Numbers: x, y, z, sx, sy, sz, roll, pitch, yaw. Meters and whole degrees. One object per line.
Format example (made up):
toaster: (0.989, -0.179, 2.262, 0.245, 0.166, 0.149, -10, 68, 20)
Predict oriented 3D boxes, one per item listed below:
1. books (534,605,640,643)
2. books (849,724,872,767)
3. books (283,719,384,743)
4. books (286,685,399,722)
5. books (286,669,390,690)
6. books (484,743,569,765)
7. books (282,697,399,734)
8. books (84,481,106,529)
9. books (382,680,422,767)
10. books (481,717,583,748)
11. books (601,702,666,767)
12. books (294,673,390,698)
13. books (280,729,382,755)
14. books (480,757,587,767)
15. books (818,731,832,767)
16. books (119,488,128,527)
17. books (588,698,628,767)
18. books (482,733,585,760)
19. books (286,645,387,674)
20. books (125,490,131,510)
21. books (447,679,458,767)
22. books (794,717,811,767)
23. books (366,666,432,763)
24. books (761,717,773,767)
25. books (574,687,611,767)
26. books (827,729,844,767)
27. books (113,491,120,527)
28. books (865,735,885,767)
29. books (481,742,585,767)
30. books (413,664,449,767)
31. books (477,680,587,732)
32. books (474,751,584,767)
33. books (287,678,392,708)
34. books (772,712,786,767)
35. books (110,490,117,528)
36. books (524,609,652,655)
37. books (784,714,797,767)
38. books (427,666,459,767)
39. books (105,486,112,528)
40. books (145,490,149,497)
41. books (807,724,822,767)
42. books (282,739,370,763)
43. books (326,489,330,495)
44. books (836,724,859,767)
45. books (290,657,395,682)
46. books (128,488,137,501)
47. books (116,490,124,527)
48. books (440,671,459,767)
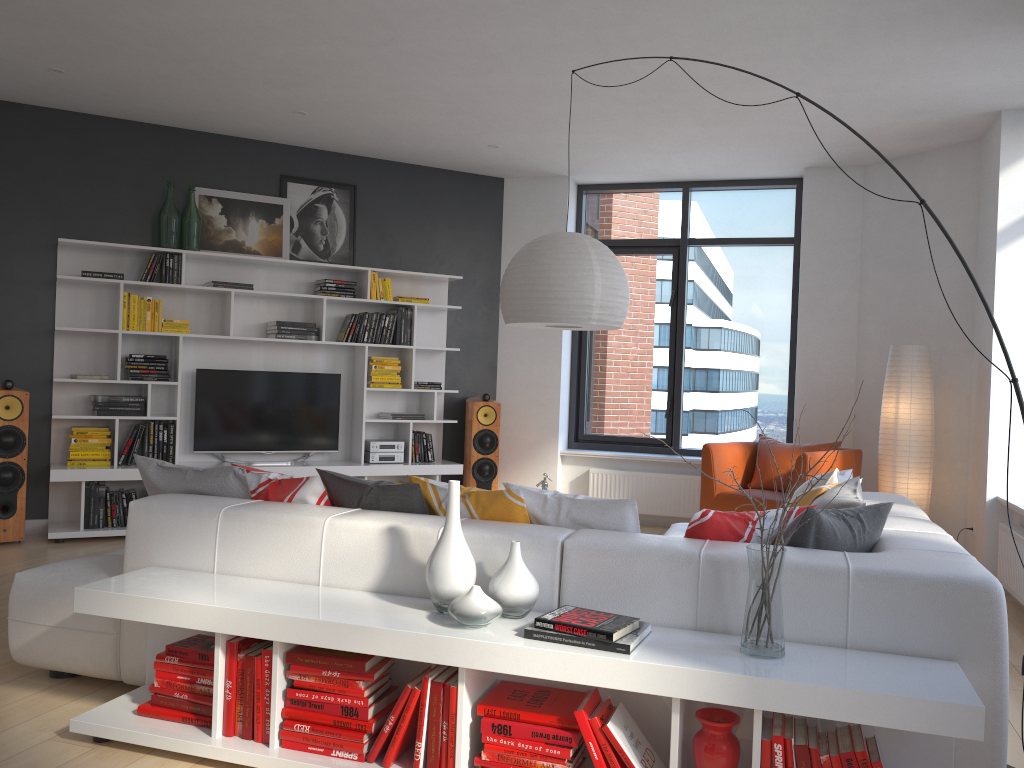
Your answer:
books: (0.211, 0.668, 2.477, 0.238, 0.027, 0.188, 2, 0, 31)
books: (0.922, 1.028, 2.259, 0.116, 0.255, 0.198, 2, 0, 17)
books: (-0.532, 1.030, 2.705, 0.266, 0.026, 0.187, 2, 0, 17)
books: (-0.521, 0.966, 2.741, 0.279, 0.039, 0.206, 2, 0, 18)
books: (-0.533, 0.884, 2.732, 0.257, 0.025, 0.182, 2, 0, 17)
books: (0.061, 1.027, 2.536, 0.236, 0.023, 0.178, 2, 0, 17)
books: (-0.517, 1.002, 2.738, 0.301, 0.032, 0.227, 2, 0, 17)
books: (-2.919, 0.836, 6.188, 0.128, 0.321, 0.259, 2, 0, -28)
books: (-0.290, 0.985, 2.629, 0.115, 0.245, 0.192, 2, 0, 17)
books: (0.075, 0.969, 2.554, 0.279, 0.039, 0.206, 2, 0, 16)
books: (0.351, 1.024, 2.436, 0.186, 0.223, 0.188, 2, 0, 18)
books: (-0.519, 0.908, 2.718, 0.236, 0.023, 0.178, 2, 0, 17)
books: (-0.533, 1.057, 2.701, 0.282, 0.030, 0.188, 2, 0, 19)
books: (0.061, 1.105, 2.546, 0.259, 0.034, 0.206, 2, 0, 20)
books: (0.825, 1.037, 2.275, 0.081, 0.230, 0.165, 2, 0, 17)
books: (-2.740, 0.871, 6.269, 0.066, 0.255, 0.193, 2, 0, -28)
books: (0.298, 1.016, 2.452, 0.148, 0.232, 0.171, 2, 0, 19)
books: (0.071, 1.001, 2.538, 0.261, 0.027, 0.191, 2, 0, 21)
books: (-0.529, 0.829, 2.733, 0.259, 0.034, 0.206, 2, 0, 14)
books: (-2.710, 0.878, 6.276, 0.066, 0.242, 0.177, 2, 0, -28)
books: (-0.141, 0.981, 2.574, 0.028, 0.269, 0.181, 2, 0, 17)
books: (0.766, 1.025, 2.299, 0.076, 0.252, 0.199, 2, 0, 17)
books: (-0.328, 0.983, 2.648, 0.144, 0.247, 0.188, 2, 0, 18)
books: (0.663, 1.020, 2.317, 0.026, 0.250, 0.168, 2, 0, 17)
books: (0.255, 1.006, 2.473, 0.134, 0.248, 0.192, 2, 0, 17)
books: (0.850, 1.037, 2.271, 0.083, 0.233, 0.178, 2, 0, 17)
books: (-2.784, 0.879, 6.242, 0.049, 0.236, 0.170, 2, 0, -27)
books: (0.955, 1.042, 2.251, 0.103, 0.230, 0.173, 2, 0, 17)
books: (0.064, 1.050, 2.544, 0.257, 0.025, 0.182, 2, 0, 17)
books: (-0.230, 0.972, 2.610, 0.046, 0.282, 0.199, 2, 0, 17)
books: (0.078, 0.933, 2.579, 0.301, 0.032, 0.227, 2, 0, 17)
books: (0.051, 1.075, 2.540, 0.266, 0.026, 0.187, 2, 0, 23)
books: (-0.527, 0.933, 2.726, 0.261, 0.027, 0.191, 2, 0, 13)
books: (0.701, 1.013, 2.313, 0.050, 0.268, 0.198, 2, 0, 17)
books: (-2.808, 0.877, 6.237, 0.053, 0.240, 0.189, 2, 0, -27)
books: (0.218, 0.695, 2.501, 0.300, 0.026, 0.245, 2, 0, 22)
books: (0.730, 1.019, 2.301, 0.056, 0.262, 0.185, 2, 0, 17)
books: (-0.189, 0.978, 2.614, 0.038, 0.270, 0.215, 2, 0, 17)
books: (-2.838, 0.860, 6.226, 0.053, 0.268, 0.202, 2, 0, -28)
books: (-2.618, 0.872, 6.351, 0.066, 0.260, 0.197, 2, 0, -28)
books: (0.791, 1.029, 2.280, 0.066, 0.247, 0.175, 2, 0, 18)
books: (-0.531, 1.085, 2.719, 0.274, 0.029, 0.200, 2, 0, 17)
books: (-1.451, 0.926, 6.945, 0.104, 0.234, 0.182, 2, 0, -28)
books: (0.890, 1.031, 2.266, 0.119, 0.249, 0.187, 2, 0, 17)
books: (-0.516, 0.860, 2.719, 0.266, 0.026, 0.187, 2, 0, 12)
books: (-2.681, 0.875, 6.295, 0.083, 0.249, 0.191, 2, 0, -28)
books: (-2.760, 0.876, 6.246, 0.050, 0.242, 0.169, 2, 0, -28)
books: (-0.162, 0.982, 2.596, 0.028, 0.266, 0.188, 2, 0, 17)
